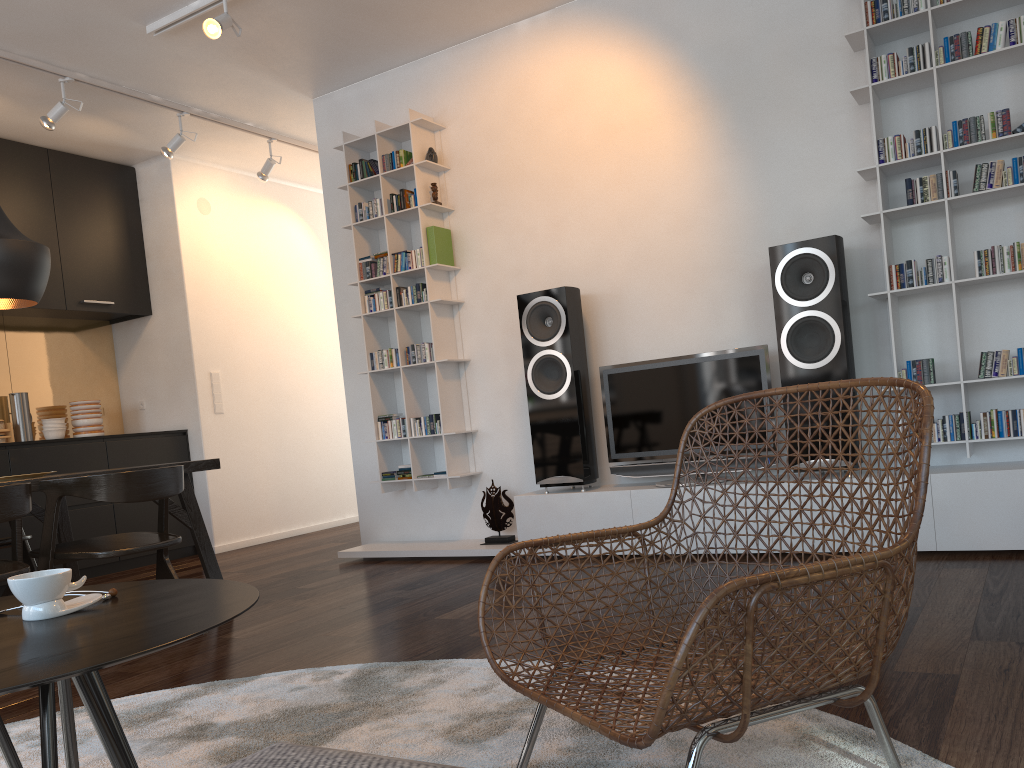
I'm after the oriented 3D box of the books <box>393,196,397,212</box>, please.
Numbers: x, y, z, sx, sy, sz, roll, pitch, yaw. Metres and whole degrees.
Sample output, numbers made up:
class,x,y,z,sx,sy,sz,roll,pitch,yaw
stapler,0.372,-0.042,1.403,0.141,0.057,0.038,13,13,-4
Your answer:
class,x,y,z,sx,sy,sz,roll,pitch,yaw
books,-0.629,-0.994,4.913,0.014,0.092,0.069,-5,1,31

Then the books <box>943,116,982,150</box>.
class,x,y,z,sx,sy,sz,roll,pitch,yaw
books,1.783,-0.983,3.500,0.132,0.104,0.099,-6,0,29

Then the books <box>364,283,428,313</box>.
class,x,y,z,sx,sy,sz,roll,pitch,yaw
books,-0.622,-0.482,4.994,0.469,0.113,0.122,-7,-1,31

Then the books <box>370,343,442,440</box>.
class,x,y,z,sx,sy,sz,roll,pitch,yaw
books,-0.571,0.042,5.008,0.471,0.512,0.122,-6,1,31

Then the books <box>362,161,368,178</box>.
class,x,y,z,sx,sy,sz,roll,pitch,yaw
books,-0.810,-1.205,4.998,0.019,0.099,0.074,-5,1,31

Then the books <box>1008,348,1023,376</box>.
class,x,y,z,sx,sy,sz,roll,pitch,yaw
books,2.010,-0.090,3.448,0.132,0.104,0.099,-6,0,29

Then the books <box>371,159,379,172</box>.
class,x,y,z,sx,sy,sz,roll,pitch,yaw
books,-0.743,-1.212,4.959,0.058,0.098,0.068,-5,1,31

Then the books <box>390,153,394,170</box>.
class,x,y,z,sx,sy,sz,roll,pitch,yaw
books,-0.650,-1.224,4.917,0.012,0.107,0.068,-5,1,31

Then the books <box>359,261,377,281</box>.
class,x,y,z,sx,sy,sz,roll,pitch,yaw
books,-0.806,-0.645,5.070,0.101,0.104,0.095,-6,0,31

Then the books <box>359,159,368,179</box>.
class,x,y,z,sx,sy,sz,roll,pitch,yaw
books,-0.830,-1.209,5.012,0.029,0.116,0.074,-5,1,31

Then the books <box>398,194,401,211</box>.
class,x,y,z,sx,sy,sz,roll,pitch,yaw
books,-0.604,-0.998,4.895,0.020,0.093,0.069,-5,1,31

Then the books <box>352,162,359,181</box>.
class,x,y,z,sx,sy,sz,roll,pitch,yaw
books,-0.877,-1.200,5.036,0.023,0.107,0.068,-5,1,31

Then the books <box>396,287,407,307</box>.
class,x,y,z,sx,sy,sz,roll,pitch,yaw
books,-0.614,-0.485,4.968,0.029,0.116,0.074,-5,1,31

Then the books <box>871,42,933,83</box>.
class,x,y,z,sx,sy,sz,roll,pitch,yaw
books,1.986,-1.175,3.361,1.128,0.432,0.101,-7,1,31

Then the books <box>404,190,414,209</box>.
class,x,y,z,sx,sy,sz,roll,pitch,yaw
books,-0.562,-1.011,4.873,0.016,0.107,0.068,-5,1,31

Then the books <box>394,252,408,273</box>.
class,x,y,z,sx,sy,sz,roll,pitch,yaw
books,-0.604,-0.673,4.943,0.088,0.107,0.095,-6,0,31

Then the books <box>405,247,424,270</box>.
class,x,y,z,sx,sy,sz,roll,pitch,yaw
books,-0.506,-0.689,4.895,0.137,0.113,0.122,-6,-1,31

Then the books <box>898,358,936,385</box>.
class,x,y,z,sx,sy,sz,roll,pitch,yaw
books,1.671,-0.046,3.654,0.132,0.104,0.099,-6,0,29

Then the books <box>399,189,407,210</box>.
class,x,y,z,sx,sy,sz,roll,pitch,yaw
books,-0.584,-1.012,4.883,0.029,0.116,0.074,-5,1,31

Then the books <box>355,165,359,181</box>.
class,x,y,z,sx,sy,sz,roll,pitch,yaw
books,-0.858,-1.194,5.029,0.014,0.092,0.069,-5,1,31

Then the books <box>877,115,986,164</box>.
class,x,y,z,sx,sy,sz,roll,pitch,yaw
books,1.685,-0.970,3.559,0.385,0.104,0.101,-7,-1,31

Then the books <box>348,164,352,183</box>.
class,x,y,z,sx,sy,sz,roll,pitch,yaw
books,-0.903,-1.196,5.058,0.016,0.107,0.068,-5,1,31

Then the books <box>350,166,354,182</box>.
class,x,y,z,sx,sy,sz,roll,pitch,yaw
books,-0.890,-1.190,5.048,0.014,0.092,0.069,-5,1,31

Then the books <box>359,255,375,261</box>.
class,x,y,z,sx,sy,sz,roll,pitch,yaw
books,-0.818,-0.717,5.060,0.093,0.014,0.069,-8,-3,36

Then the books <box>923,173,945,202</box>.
class,x,y,z,sx,sy,sz,roll,pitch,yaw
books,1.887,-0.806,3.453,0.505,0.106,0.089,-7,-1,31

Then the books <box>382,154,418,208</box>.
class,x,y,z,sx,sy,sz,roll,pitch,yaw
books,-0.588,-1.119,4.909,0.229,0.333,0.107,-6,1,32

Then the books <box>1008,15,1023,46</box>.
class,x,y,z,sx,sy,sz,roll,pitch,yaw
books,2.189,-1.206,3.239,0.623,0.439,0.100,-7,1,31

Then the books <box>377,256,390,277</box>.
class,x,y,z,sx,sy,sz,roll,pitch,yaw
books,-0.702,-0.660,5.006,0.114,0.108,0.095,-6,0,31

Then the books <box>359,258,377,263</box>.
class,x,y,z,sx,sy,sz,roll,pitch,yaw
books,-0.818,-0.703,5.065,0.092,0.014,0.069,-7,-3,31

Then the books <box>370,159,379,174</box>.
class,x,y,z,sx,sy,sz,roll,pitch,yaw
books,-0.751,-1.211,4.964,0.058,0.098,0.068,-5,1,31

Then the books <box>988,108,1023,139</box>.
class,x,y,z,sx,sy,sz,roll,pitch,yaw
books,1.931,-1.002,3.408,0.164,0.106,0.089,-7,0,31

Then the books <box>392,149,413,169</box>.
class,x,y,z,sx,sy,sz,roll,pitch,yaw
books,-0.569,-1.237,4.886,0.161,0.110,0.101,-7,0,31

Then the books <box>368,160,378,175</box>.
class,x,y,z,sx,sy,sz,roll,pitch,yaw
books,-0.759,-1.210,4.969,0.058,0.098,0.068,-5,1,31

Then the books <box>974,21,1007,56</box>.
class,x,y,z,sx,sy,sz,roll,pitch,yaw
books,1.853,-1.324,3.424,0.118,0.108,0.089,-6,0,31

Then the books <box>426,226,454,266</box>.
class,x,y,z,sx,sy,sz,roll,pitch,yaw
books,-0.395,-0.751,4.882,0.049,0.214,0.165,-5,1,31

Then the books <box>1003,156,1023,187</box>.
class,x,y,z,sx,sy,sz,roll,pitch,yaw
books,1.966,-0.815,3.406,0.132,0.104,0.099,-6,0,29

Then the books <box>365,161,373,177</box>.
class,x,y,z,sx,sy,sz,roll,pitch,yaw
books,-0.793,-1.203,4.990,0.028,0.093,0.069,-5,1,31

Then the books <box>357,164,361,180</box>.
class,x,y,z,sx,sy,sz,roll,pitch,yaw
books,-0.846,-1.196,5.023,0.014,0.092,0.069,-5,1,31

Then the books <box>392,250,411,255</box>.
class,x,y,z,sx,sy,sz,roll,pitch,yaw
books,-0.608,-0.730,4.933,0.107,0.008,0.069,-7,-3,31

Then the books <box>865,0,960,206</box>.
class,x,y,z,sx,sy,sz,roll,pitch,yaw
books,2.249,-1.233,3.201,1.759,0.859,0.114,-7,1,31

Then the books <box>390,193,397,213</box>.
class,x,y,z,sx,sy,sz,roll,pitch,yaw
books,-0.647,-0.999,4.919,0.023,0.107,0.068,-5,1,31

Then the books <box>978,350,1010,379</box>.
class,x,y,z,sx,sy,sz,roll,pitch,yaw
books,1.911,-0.078,3.507,0.118,0.108,0.089,-6,0,31

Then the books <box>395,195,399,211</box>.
class,x,y,z,sx,sy,sz,roll,pitch,yaw
books,-0.617,-0.995,4.905,0.014,0.092,0.069,-5,1,31

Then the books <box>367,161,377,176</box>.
class,x,y,z,sx,sy,sz,roll,pitch,yaw
books,-0.774,-1.205,4.976,0.046,0.091,0.069,-5,1,31

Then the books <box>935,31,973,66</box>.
class,x,y,z,sx,sy,sz,roll,pitch,yaw
books,1.745,-1.309,3.491,0.132,0.104,0.099,-6,0,29

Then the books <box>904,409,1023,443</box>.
class,x,y,z,sx,sy,sz,roll,pitch,yaw
books,2.385,-0.765,3.165,1.959,1.823,0.114,-6,1,31

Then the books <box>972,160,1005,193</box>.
class,x,y,z,sx,sy,sz,roll,pitch,yaw
books,1.867,-0.807,3.465,0.118,0.108,0.089,-6,0,31

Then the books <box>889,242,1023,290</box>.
class,x,y,z,sx,sy,sz,roll,pitch,yaw
books,2.398,-0.547,3.177,1.931,0.114,0.114,-7,-1,31
